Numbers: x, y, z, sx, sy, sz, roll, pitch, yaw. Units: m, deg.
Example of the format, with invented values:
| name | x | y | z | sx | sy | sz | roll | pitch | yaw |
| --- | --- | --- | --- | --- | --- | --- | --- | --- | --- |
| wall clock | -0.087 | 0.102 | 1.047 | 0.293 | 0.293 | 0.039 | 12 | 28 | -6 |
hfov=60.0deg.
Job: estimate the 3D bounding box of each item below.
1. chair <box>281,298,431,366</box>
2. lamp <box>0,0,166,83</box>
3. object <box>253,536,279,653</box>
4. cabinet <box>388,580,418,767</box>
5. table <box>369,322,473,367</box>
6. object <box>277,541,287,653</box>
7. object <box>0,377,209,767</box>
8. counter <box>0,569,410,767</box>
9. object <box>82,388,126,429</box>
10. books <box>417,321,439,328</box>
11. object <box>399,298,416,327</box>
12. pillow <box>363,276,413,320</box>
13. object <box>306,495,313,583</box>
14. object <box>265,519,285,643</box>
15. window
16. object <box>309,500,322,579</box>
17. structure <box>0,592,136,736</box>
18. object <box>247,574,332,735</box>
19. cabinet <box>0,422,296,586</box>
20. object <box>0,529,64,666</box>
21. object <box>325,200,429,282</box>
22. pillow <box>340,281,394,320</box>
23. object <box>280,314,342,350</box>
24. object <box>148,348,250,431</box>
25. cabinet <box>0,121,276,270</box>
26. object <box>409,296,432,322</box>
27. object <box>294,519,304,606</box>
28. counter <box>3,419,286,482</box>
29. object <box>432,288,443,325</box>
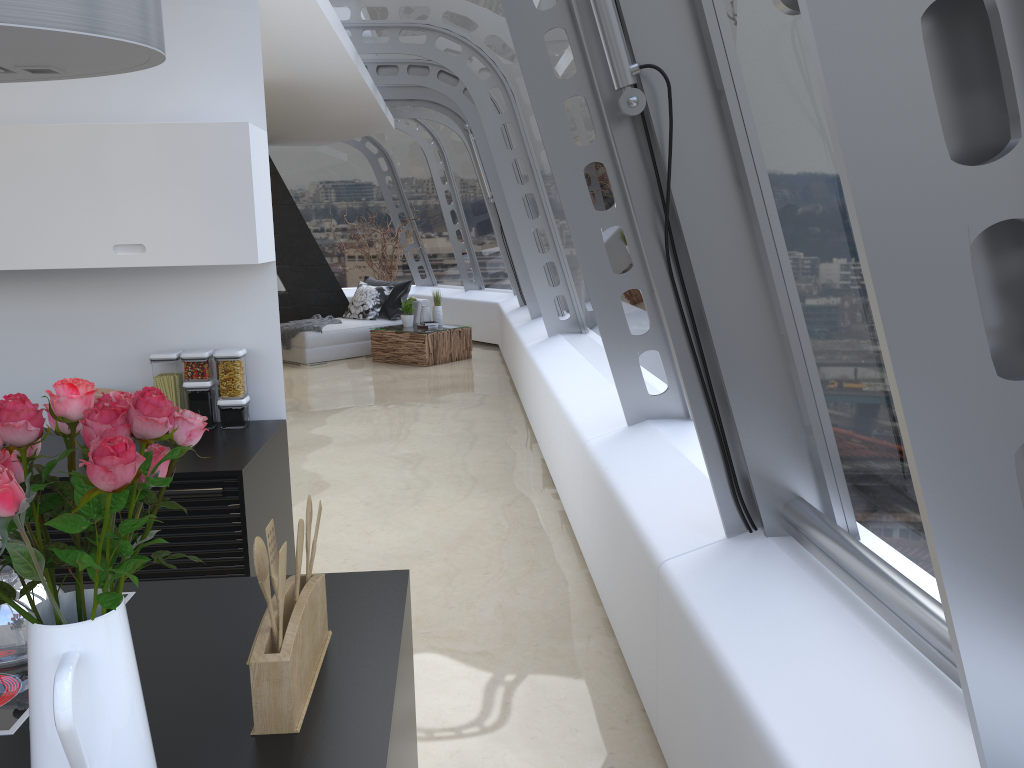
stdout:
| name | x | y | z | sx | sy | sz | roll | pitch | yaw |
| --- | --- | --- | --- | --- | --- | --- | --- | --- | --- |
| chair | -2.254 | -0.751 | 12.000 | 1.176 | 0.690 | 2.068 | 8 | 14 | 43 |
| lamp | -1.163 | -1.019 | 1.393 | 1.112 | 0.966 | 0.606 | -2 | 10 | -4 |
| object | -0.388 | 0.391 | 1.447 | 0.039 | 0.298 | 0.068 | -2 | 10 | -3 |
| cabinet | -2.089 | 1.010 | 1.520 | 3.800 | 0.838 | 1.007 | -2 | 10 | -4 |
| table | -1.155 | -0.511 | 11.283 | 1.007 | 0.436 | 0.923 | 7 | 13 | 38 |
| object | -0.369 | 0.397 | 1.411 | 0.030 | 0.294 | 0.057 | -2 | 10 | -3 |
| object | -0.585 | 0.289 | 1.191 | 0.327 | 0.596 | 0.350 | -1 | 10 | 3 |
| counter | -2.098 | 0.589 | 1.446 | 3.800 | 0.018 | 1.006 | -2 | 10 | -4 |
| object | -1.614 | 0.111 | 3.485 | 0.205 | 0.205 | 0.185 | -4 | 10 | -15 |
| books | -1.059 | -0.746 | 11.180 | 0.246 | 0.063 | 0.265 | -7 | 11 | -29 |
| object | -1.330 | -0.916 | 11.308 | 0.215 | 0.369 | 0.284 | 2 | 10 | 16 |
| pillow | -1.812 | -1.194 | 12.375 | 1.070 | 0.597 | 0.510 | 8 | 14 | 43 |
| object | -0.382 | 0.352 | 1.661 | 0.027 | 0.299 | 0.055 | -2 | 10 | -3 |
| object | -0.394 | 0.380 | 1.509 | 0.019 | 0.299 | 0.057 | -2 | 10 | -3 |
| window | -6.778 | -0.635 | 5.577 | 16.693 | 3.674 | 16.171 | -3 | 10 | -11 |
| object | -0.386 | 0.363 | 1.700 | 0.016 | 0.259 | 0.199 | 0 | 10 | 8 |
| structure | -1.132 | 0.538 | 1.668 | 0.640 | 0.041 | 0.562 | -2 | 10 | -4 |
| object | -0.384 | 0.451 | 1.558 | 0.084 | 0.157 | 0.353 | -2 | 10 | -3 |
| cabinet | -3.512 | -0.282 | 3.086 | 5.157 | 2.901 | 0.831 | -2 | 10 | -4 |
| object | -0.976 | 0.389 | 1.719 | 0.221 | 0.230 | 0.221 | 4 | 11 | 27 |
| object | -2.030 | -1.721 | 13.516 | 1.508 | 2.059 | 1.370 | -4 | 10 | -15 |
| pillow | -1.998 | -1.131 | 12.143 | 0.683 | 0.528 | 0.431 | 6 | 13 | 37 |
| object | -2.577 | -0.673 | 11.430 | 0.825 | 0.359 | 1.024 | 8 | 13 | 41 |
| object | -1.263 | 0.022 | 3.604 | 0.365 | 0.315 | 0.113 | -2 | 10 | -4 |
| cabinet | -2.828 | -0.668 | 3.314 | 3.741 | 0.515 | 0.343 | -2 | 10 | -4 |
| object | -1.179 | -0.948 | 11.461 | 0.297 | 0.370 | 0.152 | 4 | 11 | 28 |
| object | -0.376 | 0.373 | 1.544 | 0.040 | 0.299 | 0.061 | -2 | 10 | -5 |
| counter | -2.792 | 0.293 | 3.236 | 3.738 | 0.025 | 0.804 | -2 | 10 | -4 |
| object | -0.956 | -1.009 | 11.372 | 0.153 | 0.511 | 0.150 | 8 | 13 | 41 |
